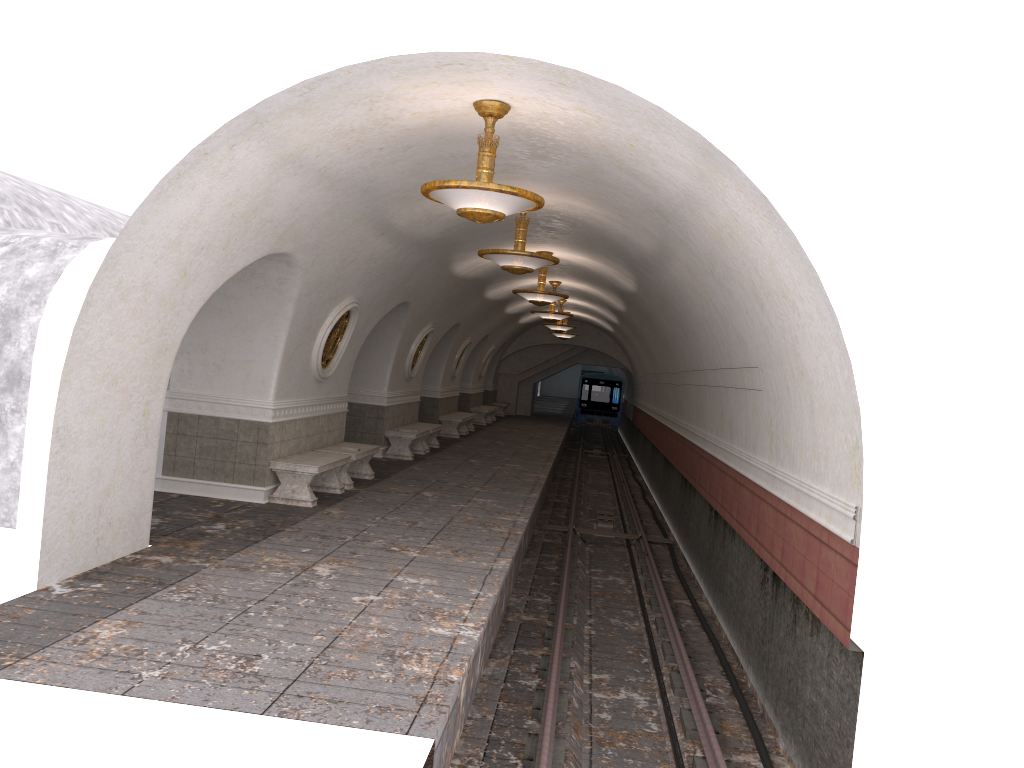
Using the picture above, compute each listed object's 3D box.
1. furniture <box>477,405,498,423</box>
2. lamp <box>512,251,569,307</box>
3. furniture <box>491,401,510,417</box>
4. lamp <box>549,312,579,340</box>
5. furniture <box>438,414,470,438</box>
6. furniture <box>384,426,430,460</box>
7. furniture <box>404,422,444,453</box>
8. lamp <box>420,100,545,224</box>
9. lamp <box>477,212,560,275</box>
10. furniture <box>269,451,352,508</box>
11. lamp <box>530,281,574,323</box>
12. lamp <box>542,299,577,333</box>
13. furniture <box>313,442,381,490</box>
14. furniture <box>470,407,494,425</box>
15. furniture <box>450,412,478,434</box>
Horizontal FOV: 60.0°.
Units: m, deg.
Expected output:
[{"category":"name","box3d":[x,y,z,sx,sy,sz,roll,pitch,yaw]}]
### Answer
[{"category":"furniture","box3d":[-0.870,1.041,31.000,0.613,0.508,1.509,6,1,5]},{"category":"lamp","box3d":[0.530,-1.843,15.664,1.008,0.955,1.008,6,1,-11]},{"category":"furniture","box3d":[-0.469,1.003,35.603,0.613,0.508,1.509,6,1,5]},{"category":"lamp","box3d":[1.790,-1.963,30.096,1.008,0.955,1.008,5,1,-39]},{"category":"furniture","box3d":[-1.535,1.104,23.385,0.613,0.508,1.509,6,1,5]},{"category":"furniture","box3d":[-2.059,1.154,17.387,0.613,0.508,1.509,6,1,5]},{"category":"furniture","box3d":[-1.913,1.140,19.062,0.613,0.508,1.509,6,1,5]},{"category":"lamp","box3d":[-0.211,-1.773,7.179,1.008,0.955,1.008,5,1,-39]},{"category":"lamp","box3d":[0.107,-1.803,10.820,1.008,0.955,1.008,6,1,-11]},{"category":"furniture","box3d":[-2.582,1.204,11.401,0.613,0.508,1.509,6,1,5]},{"category":"lamp","box3d":[0.950,-1.883,20.475,1.008,0.955,1.008,6,1,21]},{"category":"lamp","box3d":[1.370,-1.923,25.285,1.008,0.955,1.008,6,1,21]},{"category":"furniture","box3d":[-2.436,1.190,13.076,0.613,0.508,1.509,6,1,5]},{"category":"furniture","box3d":[-1.017,1.055,29.325,0.613,0.508,1.509,6,1,5]},{"category":"furniture","box3d":[-1.389,1.091,25.060,0.613,0.508,1.509,6,1,5]}]
